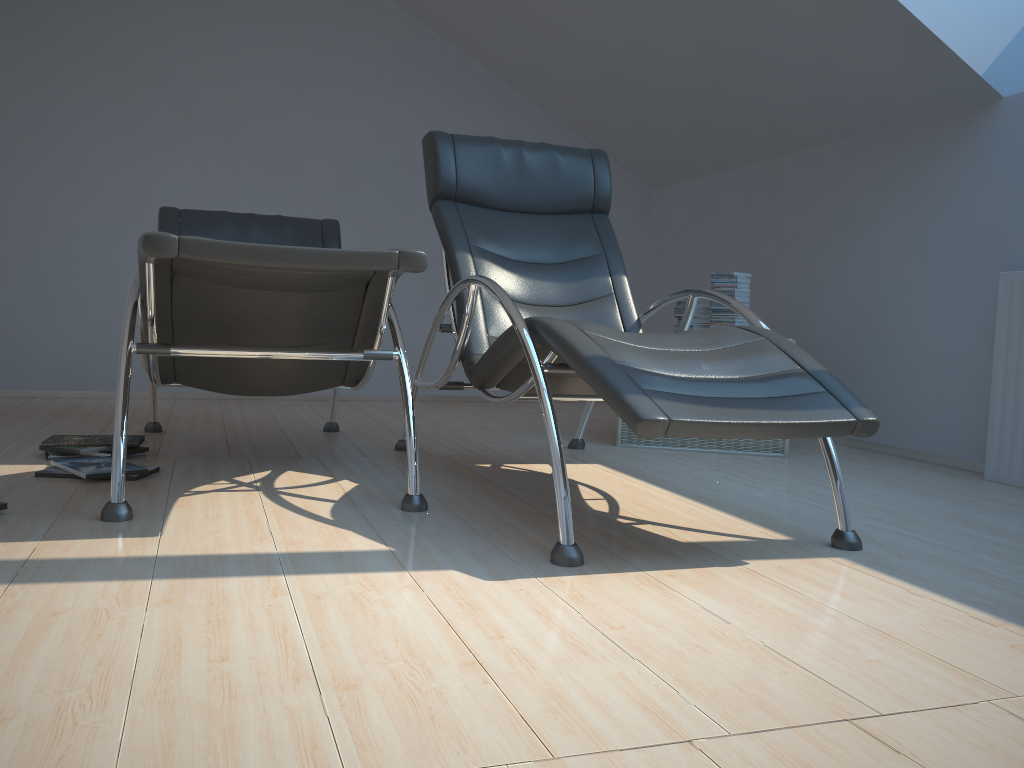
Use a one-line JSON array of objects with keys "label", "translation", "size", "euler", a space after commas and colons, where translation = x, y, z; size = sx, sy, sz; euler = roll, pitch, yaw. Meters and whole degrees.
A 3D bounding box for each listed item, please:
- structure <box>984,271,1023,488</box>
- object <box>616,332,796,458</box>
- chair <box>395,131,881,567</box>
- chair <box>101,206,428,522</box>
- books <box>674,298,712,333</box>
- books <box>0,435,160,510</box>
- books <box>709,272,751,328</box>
[{"label": "structure", "translation": [2.112, 0.024, 2.800], "size": [0.120, 0.800, 1.324], "euler": [1, 4, -19]}, {"label": "object", "translation": [0.908, 0.024, 4.234], "size": [0.745, 0.518, 0.744], "euler": [3, 4, 11]}, {"label": "chair", "translation": [0.249, -0.279, 2.812], "size": [0.836, 1.251, 1.938], "euler": [1, 4, -19]}, {"label": "chair", "translation": [-0.843, -0.185, 2.982], "size": [0.836, 0.953, 2.114], "euler": [1, 4, -19]}, {"label": "books", "translation": [0.869, -0.315, 4.241], "size": [0.162, 0.184, 0.165], "euler": [1, 4, -21]}, {"label": "books", "translation": [0.044, 0.315, 1.538], "size": [4.790, 0.222, 1.045], "euler": [5, 5, 38]}, {"label": "books", "translation": [0.996, -0.357, 4.066], "size": [0.149, 0.300, 0.149], "euler": [6, 5, 42]}]
